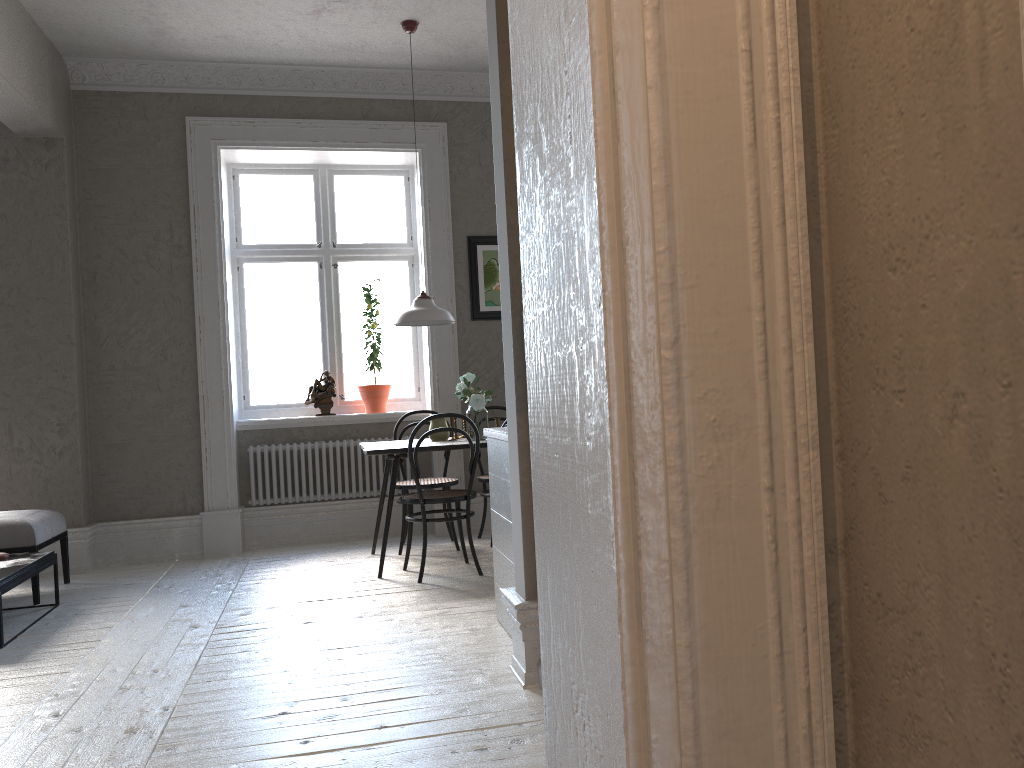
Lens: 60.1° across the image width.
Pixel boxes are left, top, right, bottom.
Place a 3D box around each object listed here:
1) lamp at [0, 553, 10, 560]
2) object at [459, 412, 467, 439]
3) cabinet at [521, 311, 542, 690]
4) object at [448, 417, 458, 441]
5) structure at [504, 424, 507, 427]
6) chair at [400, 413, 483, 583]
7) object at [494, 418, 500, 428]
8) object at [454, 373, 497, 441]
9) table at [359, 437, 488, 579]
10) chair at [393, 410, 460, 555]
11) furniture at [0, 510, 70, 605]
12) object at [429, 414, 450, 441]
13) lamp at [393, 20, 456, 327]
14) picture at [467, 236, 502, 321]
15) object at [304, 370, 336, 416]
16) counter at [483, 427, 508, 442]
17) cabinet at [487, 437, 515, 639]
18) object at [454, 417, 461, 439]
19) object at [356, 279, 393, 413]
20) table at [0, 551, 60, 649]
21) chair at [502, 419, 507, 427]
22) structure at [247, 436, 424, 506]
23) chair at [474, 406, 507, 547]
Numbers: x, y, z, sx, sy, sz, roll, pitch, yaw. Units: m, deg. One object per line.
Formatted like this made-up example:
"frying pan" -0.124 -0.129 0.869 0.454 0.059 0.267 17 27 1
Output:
"lamp" -2.697 0.479 4.485 0.136 0.839 0.255 -3 0 23
"object" -0.302 0.263 5.719 0.098 0.172 0.094 -3 0 -32
"cabinet" 0.298 0.380 2.785 0.387 1.297 0.660 -3 0 -12
"object" -0.371 0.267 5.514 0.059 0.167 0.059 -3 0 1
"structure" 0.310 0.160 3.838 0.611 0.031 0.491 -3 0 -13
"chair" -0.409 0.622 5.030 0.443 0.920 0.543 -3 0 -15
"object" -0.095 0.283 5.919 0.142 0.112 0.137 -3 0 -30
"object" -0.222 0.134 5.365 0.254 0.414 0.308 -3 0 -14
"table" 0.044 0.696 5.601 1.938 0.735 0.896 -3 0 -13
"chair" -0.579 0.637 5.938 0.440 0.920 0.547 -3 0 -5
"furniture" -3.006 0.969 4.924 0.836 0.476 0.578 -3 0 -13
"object" -0.463 0.270 5.547 0.146 0.170 0.138 -3 0 38
"lamp" -0.582 -1.292 5.439 0.373 1.858 0.385 -3 0 25
"picture" -0.056 -0.779 6.498 0.526 0.619 0.020 -3 0 -14
"object" -1.395 0.068 6.427 0.239 0.329 0.119 -3 0 -12
"counter" 1.369 0.149 5.188 3.423 0.039 3.131 -3 0 -13
"cabinet" 1.624 0.545 4.783 1.948 0.854 4.278 -3 0 34
"object" -0.361 0.265 5.642 0.061 0.172 0.062 -3 0 9
"object" -1.028 -0.281 6.525 0.265 0.991 0.274 -3 0 26
"table" -2.972 1.060 4.146 1.323 0.303 0.841 -3 0 -13
"chair" 0.113 0.596 5.164 0.440 0.920 0.547 -3 0 -5
"structure" -1.255 0.614 6.353 1.237 0.428 0.147 -3 0 -16
"chair" -0.036 0.611 6.076 0.443 0.920 0.543 -3 0 -15
